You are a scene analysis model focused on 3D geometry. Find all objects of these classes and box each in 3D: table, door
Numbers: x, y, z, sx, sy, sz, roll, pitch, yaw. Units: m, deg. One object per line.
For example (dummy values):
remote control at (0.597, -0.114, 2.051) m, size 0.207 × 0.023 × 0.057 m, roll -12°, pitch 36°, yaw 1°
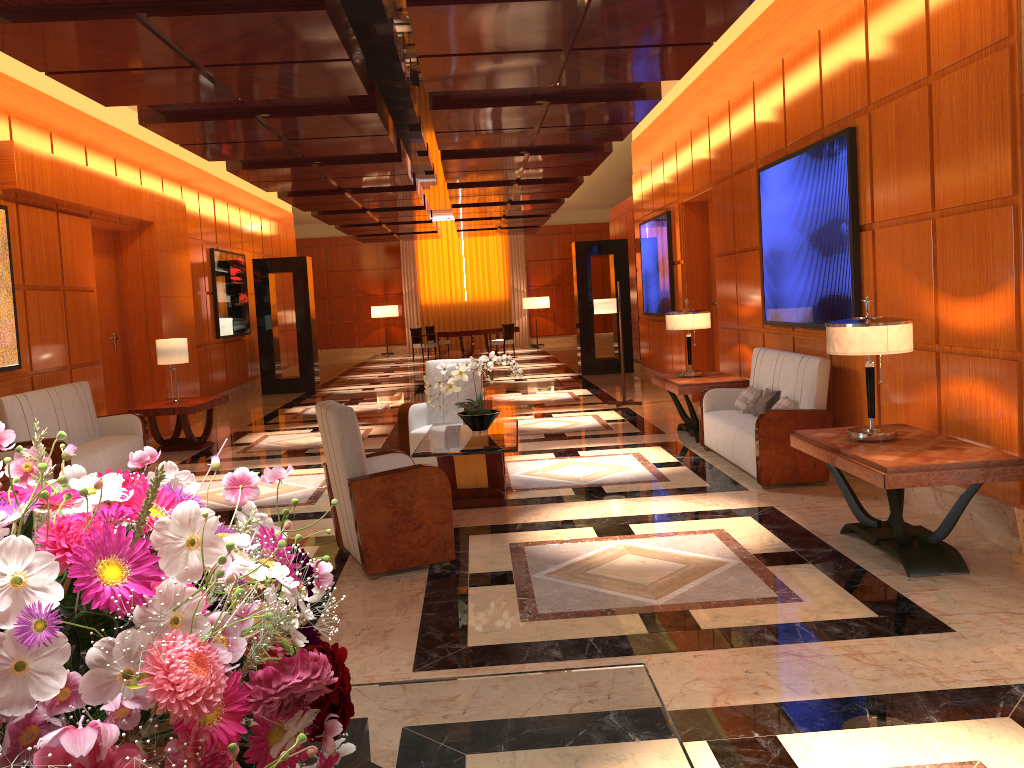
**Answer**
table at (-0.854, -1.079, 23.416) m, size 2.110 × 0.740 × 0.784 m, roll -6°, pitch 5°, yaw -31°
door at (-4.808, -0.564, 10.601) m, size 0.340 × 2.645 × 1.503 m, roll -3°, pitch 4°, yaw -2°
table at (-0.466, 1.068, 1.019) m, size 1.600 × 0.743 × 1.605 m, roll -3°, pitch 5°, yaw -2°
door at (2.516, -1.010, 10.927) m, size 0.340 × 2.645 × 1.541 m, roll -3°, pitch 4°, yaw -2°
table at (-3.804, 0.474, 10.246) m, size 0.725 × 0.533 × 1.171 m, roll -3°, pitch 5°, yaw 1°
table at (-3.579, 0.942, 5.248) m, size 0.725 × 0.533 × 1.171 m, roll -3°, pitch 5°, yaw 1°
table at (1.927, 0.227, 9.078) m, size 0.725 × 0.605 × 1.274 m, roll -3°, pitch 5°, yaw -2°
table at (2.116, 0.622, 4.866) m, size 0.725 × 0.605 × 1.274 m, roll -3°, pitch 5°, yaw -2°
table at (-0.300, 0.635, 6.756) m, size 0.722 × 0.495 × 1.564 m, roll -3°, pitch 5°, yaw 1°

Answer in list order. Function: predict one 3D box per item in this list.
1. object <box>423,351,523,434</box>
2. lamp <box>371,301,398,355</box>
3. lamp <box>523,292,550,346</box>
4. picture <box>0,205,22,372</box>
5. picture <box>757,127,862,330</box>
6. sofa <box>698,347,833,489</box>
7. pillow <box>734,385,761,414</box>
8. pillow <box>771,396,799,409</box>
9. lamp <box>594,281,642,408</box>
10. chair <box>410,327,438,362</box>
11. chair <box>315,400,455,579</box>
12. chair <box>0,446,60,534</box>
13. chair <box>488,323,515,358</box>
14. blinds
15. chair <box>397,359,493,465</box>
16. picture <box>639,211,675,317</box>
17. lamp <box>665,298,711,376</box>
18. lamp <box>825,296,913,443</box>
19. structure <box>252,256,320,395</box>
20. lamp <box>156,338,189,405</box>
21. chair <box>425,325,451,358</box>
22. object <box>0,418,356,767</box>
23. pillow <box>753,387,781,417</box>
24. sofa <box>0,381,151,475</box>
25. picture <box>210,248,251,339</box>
object at (-0.280, 0.067, 6.845) m, size 0.789 × 0.616 × 0.418 m, roll -5°, pitch 4°, yaw -25°
lamp at (-3.859, -1.711, 27.106) m, size 0.810 × 1.657 × 0.813 m, roll 0°, pitch 5°, yaw 38°
lamp at (0.773, -1.992, 27.300) m, size 0.810 × 1.657 × 0.813 m, roll 0°, pitch 5°, yaw 38°
picture at (-4.422, -0.764, 6.914) m, size 0.056 × 1.448 × 2.002 m, roll -3°, pitch 5°, yaw -2°
picture at (2.399, -1.187, 7.297) m, size 0.056 × 1.448 × 2.002 m, roll -3°, pitch 5°, yaw -2°
sofa at (2.060, 0.211, 7.366) m, size 0.612 × 0.930 × 1.804 m, roll -3°, pitch 5°, yaw -2°
pillow at (2.079, 0.137, 7.819) m, size 0.195 × 0.226 × 0.345 m, roll -3°, pitch 5°, yaw 3°
pillow at (2.112, 0.225, 6.939) m, size 0.202 × 0.229 × 0.274 m, roll -3°, pitch 5°, yaw 0°
lamp at (1.382, -0.535, 11.811) m, size 0.527 × 1.657 × 0.360 m, roll -4°, pitch 3°, yaw -12°
chair at (-2.337, -1.034, 23.187) m, size 0.576 × 0.892 × 0.586 m, roll 0°, pitch 5°, yaw 36°
chair at (-0.770, 0.564, 5.235) m, size 0.629 × 0.958 × 0.739 m, roll -5°, pitch 4°, yaw -23°
chair at (-3.747, 0.619, 6.414) m, size 0.628 × 0.958 × 0.739 m, roll -3°, pitch 4°, yaw -3°
chair at (-0.222, -1.100, 22.617) m, size 0.576 × 0.892 × 0.586 m, roll 0°, pitch 5°, yaw 41°
blinds at (-1.495, -3.121, 27.772) m, size 3.853 × 4.055 × 0.149 m, roll -3°, pitch 3°, yaw -2°
chair at (-0.607, 0.267, 8.223) m, size 0.737 × 0.958 × 0.630 m, roll -2°, pitch 4°, yaw 17°
picture at (2.135, -1.736, 13.143) m, size 0.056 × 1.448 × 2.002 m, roll -3°, pitch 5°, yaw -2°
lamp at (1.815, -0.487, 9.102) m, size 0.460 × 0.792 × 0.459 m, roll -6°, pitch 5°, yaw -40°
lamp at (2.002, -0.090, 4.958) m, size 0.458 × 0.808 × 0.460 m, roll -3°, pitch 4°, yaw 7°
structure at (-4.187, -1.089, 16.482) m, size 0.985 × 2.492 × 0.501 m, roll -3°, pitch 3°, yaw -2°
lamp at (0.481, 0.054, 5.461) m, size 0.336 × 0.733 × 13.003 m, roll -7°, pitch 6°, yaw -43°
chair at (-2.072, -1.168, 24.414) m, size 0.576 × 0.892 × 0.586 m, roll -1°, pitch 4°, yaw 26°
object at (-0.508, 0.367, 0.999) m, size 0.650 × 0.657 × 0.681 m, roll -4°, pitch 4°, yaw -11°
pillow at (2.126, 0.167, 7.386) m, size 0.160 × 0.252 × 0.358 m, roll -4°, pitch 5°, yaw -6°
sofa at (-3.932, 0.488, 8.023) m, size 0.612 × 0.930 × 1.804 m, roll -3°, pitch 5°, yaw -2°
picture at (-4.793, -1.537, 15.156) m, size 0.056 × 1.448 × 2.002 m, roll -3°, pitch 5°, yaw -2°
